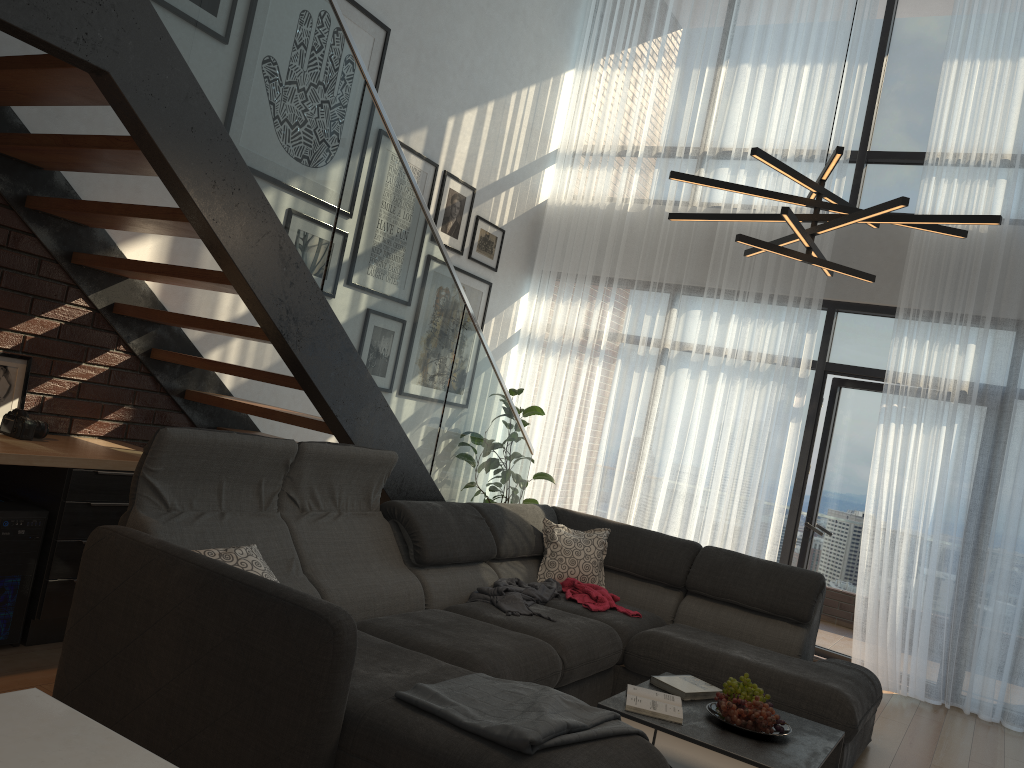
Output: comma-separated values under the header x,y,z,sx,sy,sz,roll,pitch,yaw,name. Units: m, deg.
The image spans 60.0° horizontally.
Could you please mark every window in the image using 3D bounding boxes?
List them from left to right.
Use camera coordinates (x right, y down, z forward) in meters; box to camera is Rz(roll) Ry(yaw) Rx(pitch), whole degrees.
x,y,z,sx,sy,sz,roll,pitch,yaw,name
2.067,0.638,6.308,4.808,2.501,0.119,10,-2,30,window
2.682,-2.398,6.420,4.808,2.500,0.119,10,-2,30,window

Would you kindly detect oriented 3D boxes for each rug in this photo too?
x,y,z,sx,sy,sz,roll,pitch,yaw,name
0.717,1.510,2.949,1.606,0.013,2.496,10,-2,30,rug

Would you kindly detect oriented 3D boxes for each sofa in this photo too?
x,y,z,sx,sy,sz,roll,pitch,yaw,name
0.268,0.946,3.618,2.108,0.995,3.169,10,-2,30,sofa

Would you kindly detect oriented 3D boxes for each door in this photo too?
x,y,z,sx,sy,sz,roll,pitch,yaw,name
2.576,0.989,6.095,1.118,1.976,0.206,10,-3,40,door

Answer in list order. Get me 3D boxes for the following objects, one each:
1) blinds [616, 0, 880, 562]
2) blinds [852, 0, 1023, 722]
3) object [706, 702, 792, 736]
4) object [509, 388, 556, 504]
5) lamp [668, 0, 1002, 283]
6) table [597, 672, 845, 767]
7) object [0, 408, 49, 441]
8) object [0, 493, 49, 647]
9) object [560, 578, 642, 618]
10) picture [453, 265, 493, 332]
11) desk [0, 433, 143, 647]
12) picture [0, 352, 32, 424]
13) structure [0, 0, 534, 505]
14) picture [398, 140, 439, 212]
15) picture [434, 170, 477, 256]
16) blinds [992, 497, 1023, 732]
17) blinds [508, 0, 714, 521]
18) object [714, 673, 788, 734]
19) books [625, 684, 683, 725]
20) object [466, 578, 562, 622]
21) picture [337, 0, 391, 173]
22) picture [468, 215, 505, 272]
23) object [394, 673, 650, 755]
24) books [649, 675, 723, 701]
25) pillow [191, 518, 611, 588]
x,y,z,sx,sy,sz,roll,pitch,yaw,name
1.678,-1.019,6.516,1.374,5.581,0.218,10,-2,28,blinds
3.021,-0.780,5.636,0.858,5.579,0.589,11,-2,7,blinds
0.824,1.179,3.099,0.295,0.026,0.295,11,-2,24,object
-0.117,0.742,6.819,0.774,1.463,0.528,13,-3,-40,object
1.417,-2.220,3.240,1.200,3.645,0.831,10,-3,40,lamp
0.726,1.339,3.130,0.700,0.323,0.700,10,-2,30,table
-2.006,0.167,3.688,0.149,0.119,0.166,10,-2,27,object
-2.066,0.701,3.414,0.474,0.527,0.215,10,-2,30,object
0.385,1.054,4.464,0.323,0.077,0.536,12,-2,-26,object
-0.467,-0.354,6.474,0.025,0.990,0.871,10,-2,30,picture
-2.230,0.545,3.146,0.610,0.750,2.182,10,-2,30,desk
-2.160,0.029,3.691,0.049,0.329,0.279,10,-2,30,picture
-1.662,-0.481,3.299,1.289,3.460,5.660,10,-2,30,structure
-0.762,-1.054,5.755,0.025,0.990,0.654,10,-2,30,picture
-0.416,-1.208,6.303,0.025,0.504,0.410,10,-2,30,picture
3.817,-0.631,5.261,1.163,5.581,0.218,10,-2,27,blinds
0.742,-1.190,7.035,1.223,5.581,0.218,10,-2,28,blinds
0.841,1.111,3.093,0.256,0.173,0.279,10,-2,27,object
0.498,1.115,3.110,0.199,0.025,0.294,11,-2,9,books
0.021,0.998,4.200,0.411,0.118,0.905,11,-2,6,object
-1.251,-1.941,4.649,0.028,1.678,1.785,10,-2,30,picture
-0.192,-1.060,6.732,0.025,0.333,0.410,10,-2,30,picture
0.022,1.064,2.564,0.548,0.369,0.685,10,-3,38,object
0.668,1.157,3.385,0.225,0.029,0.179,13,-3,-37,books
-0.286,0.781,3.829,0.386,0.364,2.734,10,-2,34,pillow
